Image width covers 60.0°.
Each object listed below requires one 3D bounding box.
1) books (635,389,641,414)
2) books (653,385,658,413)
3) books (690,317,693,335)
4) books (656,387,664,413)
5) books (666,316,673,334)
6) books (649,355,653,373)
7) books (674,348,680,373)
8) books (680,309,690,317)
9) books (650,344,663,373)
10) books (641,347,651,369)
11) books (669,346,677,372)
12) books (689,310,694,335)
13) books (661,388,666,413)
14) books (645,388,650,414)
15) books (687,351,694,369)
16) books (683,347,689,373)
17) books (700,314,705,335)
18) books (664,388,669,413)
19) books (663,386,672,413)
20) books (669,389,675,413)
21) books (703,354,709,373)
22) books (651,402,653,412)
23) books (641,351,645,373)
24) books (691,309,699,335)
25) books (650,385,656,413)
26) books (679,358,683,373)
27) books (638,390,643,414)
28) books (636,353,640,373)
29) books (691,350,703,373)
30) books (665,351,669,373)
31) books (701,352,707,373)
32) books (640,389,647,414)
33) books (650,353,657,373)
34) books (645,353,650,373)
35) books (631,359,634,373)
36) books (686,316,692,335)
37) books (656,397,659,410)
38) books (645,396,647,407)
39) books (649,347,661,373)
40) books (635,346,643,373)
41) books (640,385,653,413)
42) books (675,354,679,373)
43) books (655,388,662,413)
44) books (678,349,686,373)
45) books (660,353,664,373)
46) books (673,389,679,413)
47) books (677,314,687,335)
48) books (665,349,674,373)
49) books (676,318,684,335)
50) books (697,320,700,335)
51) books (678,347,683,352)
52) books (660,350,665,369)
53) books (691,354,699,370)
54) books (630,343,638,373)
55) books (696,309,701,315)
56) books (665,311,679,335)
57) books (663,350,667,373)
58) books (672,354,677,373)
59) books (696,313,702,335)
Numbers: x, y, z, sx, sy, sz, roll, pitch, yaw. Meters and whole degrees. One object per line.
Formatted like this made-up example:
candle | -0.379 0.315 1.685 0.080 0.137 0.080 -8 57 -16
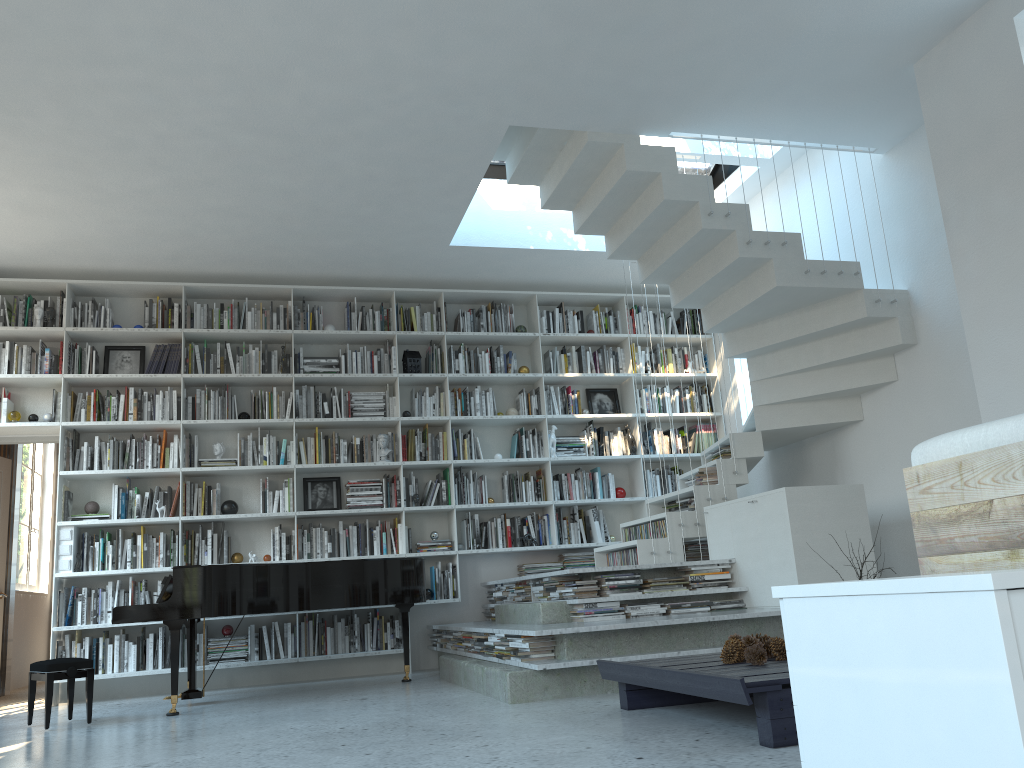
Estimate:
books | 1.124 0.189 8.057 0.012 0.253 0.161 0 -14 -16
books | 1.280 0.168 8.102 0.012 0.292 0.166 0 -14 -16
books | 1.667 -0.506 8.402 0.021 0.222 0.131 0 -14 -16
books | 1.334 0.181 8.124 0.025 0.270 0.153 0 -14 -16
books | 1.478 -0.511 8.353 0.010 0.235 0.132 0 -14 -16
books | 1.240 -0.148 8.144 0.038 0.198 0.171 0 -14 -16
books | 1.510 -0.179 8.273 0.024 0.280 0.154 0 -14 -16
books | 1.649 -0.552 8.400 0.014 0.312 0.162 0 -14 -16
books | 1.325 -0.207 8.131 0.022 0.296 0.152 0 -14 -16
books | 1.219 -0.189 8.104 0.023 0.263 0.158 0 -14 -16
books | 1.483 -0.188 8.254 0.010 0.294 0.165 0 -14 -16
books | 1.682 -0.541 8.411 0.012 0.291 0.140 0 -14 -16
books | 1.361 0.184 8.121 0.024 0.258 0.157 0 -14 -16
books | 1.202 0.186 8.075 0.026 0.256 0.174 0 -14 -16
books | 1.648 -0.169 8.295 0.070 0.253 0.154 0 -14 -16
books | 1.600 -0.184 8.289 0.023 0.286 0.163 0 -14 -16
books | 1.770 -0.521 8.403 0.025 0.237 0.188 0 -14 -16
books | 1.384 0.182 8.125 0.022 0.262 0.173 0 -14 -16
books | 1.407 0.173 8.139 0.030 0.283 0.166 0 -14 -16
books | 1.452 0.190 8.163 0.012 0.253 0.161 0 -14 -16
books | 1.801 -0.154 8.322 0.011 0.216 0.170 0 -14 -16
books | 1.239 0.222 8.096 0.028 0.191 0.137 0 -14 -16
books | 1.166 -0.172 8.075 0.049 0.223 0.162 0 -14 -16
books | 1.702 -0.546 8.385 0.014 0.286 0.190 0 -14 -16
books | 1.261 0.169 8.109 0.022 0.296 0.162 0 -14 -16
books | 1.542 -0.131 8.269 0.034 0.182 0.157 0 -14 -16
books | 1.139 0.194 8.074 0.026 0.249 0.161 0 -14 -16
books | 1.107 -0.163 8.053 0.024 0.204 0.166 0 -14 -16
books | 1.737 -0.170 8.328 0.029 0.257 0.163 0 -14 -16
books | 1.390 -0.172 8.140 0.013 0.222 0.175 0 -14 -16
books | 1.770 -0.164 8.336 0.040 0.246 0.160 0 -14 -16
books | 1.170 0.188 8.054 0.023 0.247 0.182 0 -14 -16
books | 1.279 -0.162 8.122 0.025 0.211 0.135 0 -14 -16
books | 1.203 -0.159 8.076 0.024 0.193 0.190 0 -14 -16
books | 1.059 -0.200 8.074 0.036 0.293 0.135 0 -14 -16
books | 1.646 -0.510 8.365 0.012 0.215 0.193 0 -14 -16
books | 1.299 0.226 8.108 0.027 0.179 0.157 0 -14 -16
books | 1.183 0.196 8.074 0.011 0.238 0.173 0 -14 -16
books | 1.306 -0.188 8.115 0.023 0.253 0.190 0 -14 -16
books | 1.131 -0.194 8.059 0.026 0.262 0.189 0 -14 -16
books | 1.224 0.168 8.071 0.014 0.285 0.186 0 -14 -16
books | 1.501 -0.151 8.236 0.013 0.212 0.187 0 -14 -16
books | 1.319 0.184 8.110 0.013 0.259 0.158 0 -14 -16
books | 1.571 -0.174 8.267 0.022 0.260 0.161 0 -14 -16
books | 1.344 -0.163 8.129 0.014 0.205 0.184 0 -14 -16
books | 1.485 0.189 8.151 0.045 0.244 0.177 0 -14 -16
books | 1.602 -0.521 8.376 0.068 0.246 0.161 0 -14 -16
books | 1.409 -0.176 8.171 0.042 0.241 0.248 0 -14 -16
books | 1.564 -0.498 8.342 0.024 0.192 0.187 0 -14 -16
books | 1.726 -0.492 8.394 0.036 0.182 0.162 0 -14 -16
books | 1.580 -0.185 8.296 0.011 0.293 0.151 0 -14 -16
books | 1.358 -0.179 8.143 0.022 0.242 0.145 0 -14 -16
books | 1.694 -0.150 8.301 0.023 0.213 0.181 0 -14 -16
books | 1.088 -0.206 8.058 0.010 0.293 0.183 0 -14 -16
books | 1.778 -0.553 8.446 0.014 0.318 0.144 0 -14 -16
books | 1.510 -0.532 8.363 0.069 0.276 0.132 0 -14 -16
books | 1.374 -0.177 8.147 0.012 0.237 0.166 0 -14 -16
books | 1.472 -0.154 8.234 0.023 0.220 0.172 0 -14 -16
books | 1.747 -0.523 8.411 0.014 0.247 0.185 0 -14 -16
